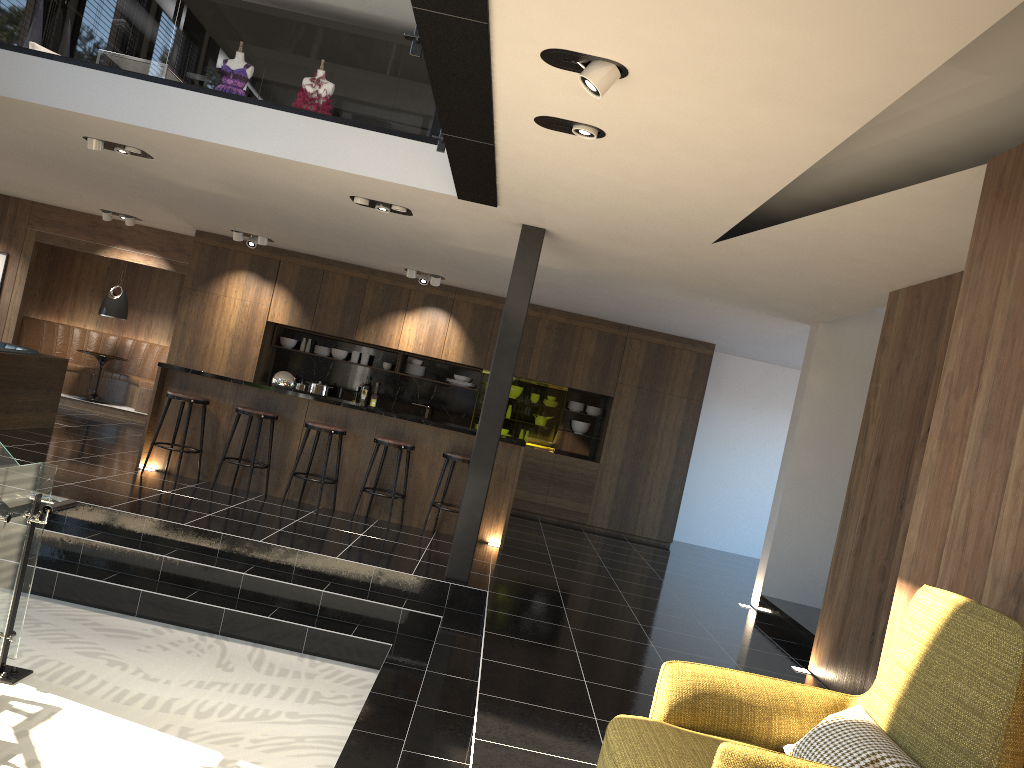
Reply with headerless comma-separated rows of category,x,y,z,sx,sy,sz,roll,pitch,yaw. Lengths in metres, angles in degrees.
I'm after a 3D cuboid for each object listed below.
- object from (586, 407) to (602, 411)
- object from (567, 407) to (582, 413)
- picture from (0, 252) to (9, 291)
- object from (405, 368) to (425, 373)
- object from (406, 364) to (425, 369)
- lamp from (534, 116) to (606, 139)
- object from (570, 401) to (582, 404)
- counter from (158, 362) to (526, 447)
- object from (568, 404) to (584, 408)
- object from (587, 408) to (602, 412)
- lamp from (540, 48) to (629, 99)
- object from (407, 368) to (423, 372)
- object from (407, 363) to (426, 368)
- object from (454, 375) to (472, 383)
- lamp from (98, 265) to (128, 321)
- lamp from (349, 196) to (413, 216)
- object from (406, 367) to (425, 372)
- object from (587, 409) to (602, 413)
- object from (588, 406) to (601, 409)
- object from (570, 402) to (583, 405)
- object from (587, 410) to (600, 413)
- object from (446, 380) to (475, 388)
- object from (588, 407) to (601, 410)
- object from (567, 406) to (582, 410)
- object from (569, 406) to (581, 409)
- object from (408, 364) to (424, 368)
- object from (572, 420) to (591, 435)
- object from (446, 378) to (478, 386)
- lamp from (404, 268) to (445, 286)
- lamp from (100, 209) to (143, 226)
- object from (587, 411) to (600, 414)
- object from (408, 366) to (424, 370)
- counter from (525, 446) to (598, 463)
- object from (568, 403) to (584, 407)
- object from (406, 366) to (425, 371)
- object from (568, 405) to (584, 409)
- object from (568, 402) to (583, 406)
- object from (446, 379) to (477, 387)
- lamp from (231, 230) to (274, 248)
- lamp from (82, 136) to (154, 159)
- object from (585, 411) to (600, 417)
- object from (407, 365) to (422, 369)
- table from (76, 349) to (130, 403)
object,1.117,0.355,12.073,0.221,0.033,0.220,13,-1,-17
object,0.856,0.358,12.071,0.220,0.033,0.220,12,-1,10
picture,-7.446,-1.448,12.290,0.748,0.911,0.028,12,-1,0
object,-1.330,-0.176,12.141,0.268,0.024,0.269,11,-2,38
object,-1.318,-0.229,12.142,0.268,0.024,0.269,11,-2,38
lamp,0.284,-1.262,4.170,0.346,0.158,0.195,12,-1,0
object,0.876,0.266,12.072,0.220,0.033,0.220,12,-1,10
counter,-1.617,0.202,8.770,3.573,0.041,0.698,12,-1,0
object,0.866,0.311,12.072,0.220,0.033,0.220,12,-1,10
object,1.115,0.365,12.073,0.221,0.033,0.220,13,-1,-17
lamp,0.279,-1.236,3.394,0.346,0.247,0.195,12,-1,0
object,-1.329,-0.183,12.141,0.268,0.024,0.269,11,-2,38
object,-1.315,-0.245,12.142,0.268,0.024,0.269,11,-2,38
object,-0.676,-0.059,12.078,0.253,0.088,0.254,12,-1,25
lamp,-5.556,-1.413,12.568,0.389,0.974,0.390,12,-1,43
lamp,-1.034,-1.484,7.121,0.501,0.194,0.349,12,-1,0
object,-1.327,-0.192,12.141,0.268,0.024,0.269,11,-2,38
object,1.112,0.378,12.073,0.221,0.033,0.220,13,-1,-17
object,1.122,0.333,12.073,0.221,0.033,0.220,13,-1,-17
object,0.874,0.278,12.072,0.220,0.033,0.220,12,-1,10
object,1.110,0.388,12.073,0.221,0.033,0.220,13,-1,-17
object,-0.690,0.014,12.076,0.437,0.039,0.438,11,-2,36
object,1.119,0.345,12.073,0.221,0.033,0.220,13,-1,-17
object,0.859,0.345,12.071,0.220,0.033,0.220,12,-1,10
object,0.861,0.333,12.071,0.220,0.033,0.220,12,-1,10
object,-1.317,-0.236,12.142,0.268,0.024,0.269,11,-2,38
object,0.926,0.599,12.080,0.264,0.170,0.264,13,-1,-25
object,-0.684,-0.012,12.076,0.437,0.039,0.438,11,-2,36
lamp,-1.067,-1.360,10.873,0.501,0.280,0.349,12,-1,0
lamp,-5.144,-2.239,11.685,0.501,0.280,0.349,12,-1,0
object,1.107,0.400,12.072,0.221,0.033,0.220,13,-1,-17
object,-1.323,-0.210,12.142,0.268,0.024,0.269,11,-2,38
counter,-1.116,0.543,11.908,4.591,0.005,0.863,12,-1,0
object,0.869,0.300,12.072,0.220,0.033,0.220,12,-1,10
object,-1.324,-0.203,12.141,0.268,0.024,0.269,11,-2,38
object,0.864,0.323,12.072,0.220,0.033,0.220,12,-1,10
object,0.871,0.291,12.072,0.220,0.033,0.220,12,-1,10
object,-0.687,0.002,12.076,0.437,0.039,0.438,11,-2,36
lamp,-3.177,-1.818,10.864,0.501,0.294,0.349,12,-1,0
lamp,-3.146,-1.930,7.111,0.501,0.231,0.349,12,-1,0
object,1.104,0.412,12.072,0.221,0.033,0.220,13,-1,-17
object,-1.321,-0.219,12.142,0.268,0.024,0.269,11,-2,38
table,-5.857,-0.099,12.568,0.703,0.643,0.701,13,-1,-25
